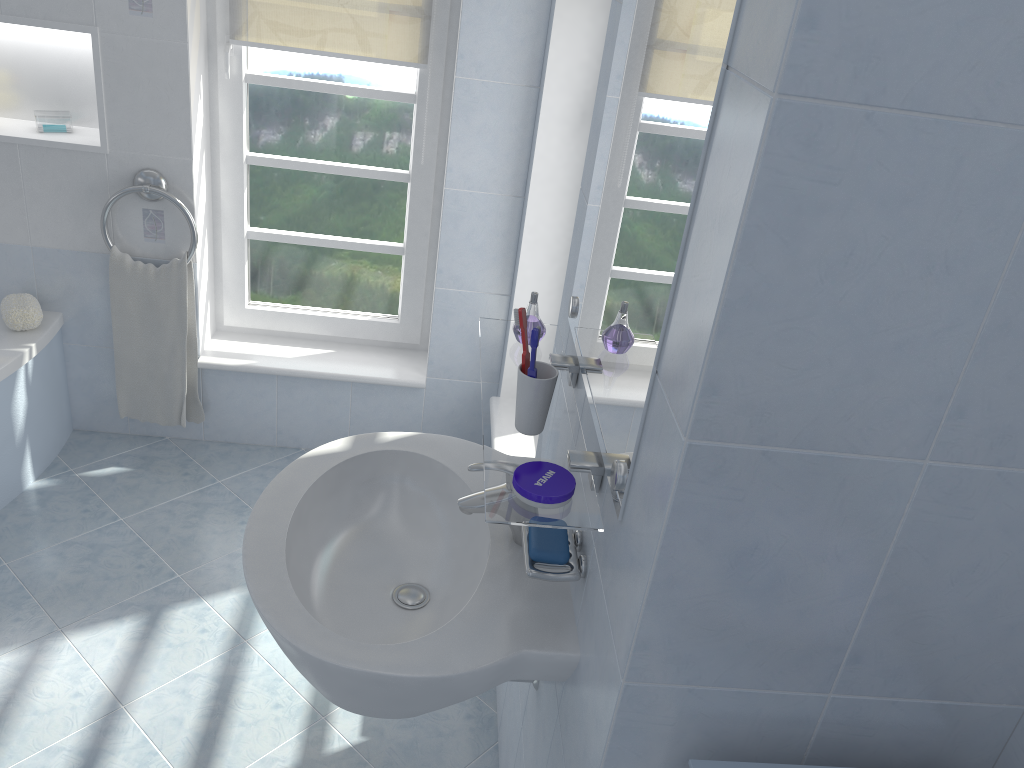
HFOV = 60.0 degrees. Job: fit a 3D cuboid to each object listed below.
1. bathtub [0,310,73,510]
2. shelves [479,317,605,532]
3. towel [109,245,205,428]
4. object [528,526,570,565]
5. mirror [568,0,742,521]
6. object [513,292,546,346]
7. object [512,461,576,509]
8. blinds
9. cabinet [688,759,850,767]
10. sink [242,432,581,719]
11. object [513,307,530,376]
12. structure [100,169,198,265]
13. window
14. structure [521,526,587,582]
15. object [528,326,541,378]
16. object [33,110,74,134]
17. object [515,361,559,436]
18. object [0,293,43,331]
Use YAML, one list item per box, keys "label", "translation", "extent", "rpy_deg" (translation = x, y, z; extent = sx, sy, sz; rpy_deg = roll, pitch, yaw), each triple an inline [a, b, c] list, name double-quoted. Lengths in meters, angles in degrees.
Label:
- label: "bathtub"
  translation: [-2.225, 0.174, 2.193]
  extent: [1.596, 0.670, 1.578]
  rpy_deg: [5, 28, -6]
- label: "shelves"
  translation: [0.035, 0.045, 1.386]
  extent: [0.170, 0.045, 0.620]
  rpy_deg: [5, 28, -6]
- label: "towel"
  translation: [-1.157, -0.143, 2.894]
  extent: [0.280, 0.635, 0.083]
  rpy_deg: [6, 28, -5]
- label: "object"
  translation: [0.055, 0.234, 1.324]
  extent: [0.060, 0.027, 0.090]
  rpy_deg: [7, 28, -3]
- label: "mirror"
  translation: [0.161, -0.274, 1.223]
  extent: [0.012, 0.680, 0.620]
  rpy_deg: [5, 28, -6]
- label: "object"
  translation: [0.034, -0.116, 1.552]
  extent: [0.059, 0.094, 0.059]
  rpy_deg: [-9, 32, -30]
- label: "object"
  translation: [0.042, 0.132, 1.164]
  extent: [0.083, 0.020, 0.083]
  rpy_deg: [9, 28, 1]
- label: "blinds"
  translation: [-0.491, -1.444, 2.456]
  extent: [0.598, 1.032, 0.046]
  rpy_deg: [5, 28, -6]
- label: "cabinet"
  translation: [0.332, 1.055, 0.917]
  extent: [0.389, 0.921, 0.819]
  rpy_deg: [5, 28, -6]
- label: "sink"
  translation: [-0.181, 0.332, 1.527]
  extent: [0.533, 0.489, 0.634]
  rpy_deg: [5, 28, -6]
- label: "object"
  translation: [0.013, -0.024, 1.274]
  extent: [0.050, 0.178, 0.012]
  rpy_deg: [25, 32, 29]
- label: "structure"
  translation: [-1.115, -0.492, 2.734]
  extent: [0.291, 0.332, 0.051]
  rpy_deg: [5, 28, -6]
- label: "window"
  translation: [-0.549, -1.061, 2.724]
  extent: [0.758, 2.067, 0.142]
  rpy_deg: [5, 28, -6]
- label: "structure"
  translation: [0.062, 0.251, 1.332]
  extent: [0.092, 0.034, 0.124]
  rpy_deg: [5, 28, -6]
- label: "object"
  translation: [0.030, -0.006, 1.248]
  extent: [0.012, 0.175, 0.054]
  rpy_deg: [17, 29, 17]
- label: "object"
  translation: [-1.401, -0.801, 2.712]
  extent: [0.102, 0.053, 0.072]
  rpy_deg: [-7, 31, -28]
- label: "object"
  translation: [0.031, 0.024, 1.280]
  extent: [0.058, 0.100, 0.058]
  rpy_deg: [8, 28, 0]
- label: "object"
  translation: [-1.531, -0.226, 2.769]
  extent: [0.105, 0.077, 0.165]
  rpy_deg: [-10, 33, -31]
